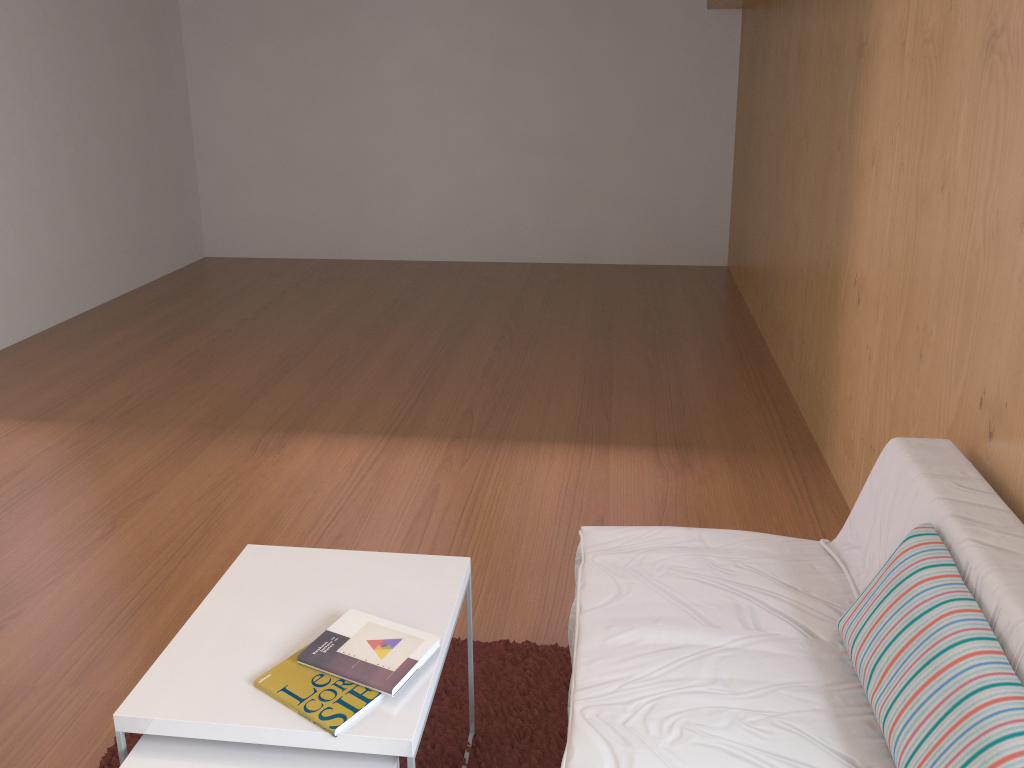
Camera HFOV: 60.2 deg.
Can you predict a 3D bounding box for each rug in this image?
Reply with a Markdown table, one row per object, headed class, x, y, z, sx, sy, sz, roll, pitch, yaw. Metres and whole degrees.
| class | x | y | z | sx | sy | sz | roll | pitch | yaw |
| --- | --- | --- | --- | --- | --- | --- | --- | --- | --- |
| rug | -0.025 | 1.111 | 1.054 | 1.885 | 0.020 | 2.535 | 2 | 20 | 7 |

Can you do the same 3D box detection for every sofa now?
| class | x | y | z | sx | sy | sz | roll | pitch | yaw |
| --- | --- | --- | --- | --- | --- | --- | --- | --- | --- |
| sofa | 0.437 | 0.795 | 1.019 | 0.863 | 0.615 | 2.406 | 2 | 20 | 7 |

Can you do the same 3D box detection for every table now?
| class | x | y | z | sx | sy | sz | roll | pitch | yaw |
| --- | --- | --- | --- | --- | --- | --- | --- | --- | --- |
| table | -0.414 | 0.833 | 1.244 | 0.424 | 0.375 | 0.469 | 2 | 18 | 7 |
| table | -0.357 | 0.648 | 1.677 | 0.485 | 0.429 | 0.536 | 2 | 18 | 7 |

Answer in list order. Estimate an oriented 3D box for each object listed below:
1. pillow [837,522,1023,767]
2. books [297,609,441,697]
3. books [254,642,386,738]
| class | x | y | z | sx | sy | sz | roll | pitch | yaw |
| --- | --- | --- | --- | --- | --- | --- | --- | --- | --- |
| pillow | 0.649 | 0.552 | 1.219 | 0.171 | 0.246 | 1.064 | 2 | 20 | 7 |
| books | -0.244 | 0.457 | 1.517 | 0.194 | 0.015 | 0.155 | 9 | 22 | 25 |
| books | -0.303 | 0.494 | 1.462 | 0.194 | 0.015 | 0.155 | 14 | 24 | 34 |
